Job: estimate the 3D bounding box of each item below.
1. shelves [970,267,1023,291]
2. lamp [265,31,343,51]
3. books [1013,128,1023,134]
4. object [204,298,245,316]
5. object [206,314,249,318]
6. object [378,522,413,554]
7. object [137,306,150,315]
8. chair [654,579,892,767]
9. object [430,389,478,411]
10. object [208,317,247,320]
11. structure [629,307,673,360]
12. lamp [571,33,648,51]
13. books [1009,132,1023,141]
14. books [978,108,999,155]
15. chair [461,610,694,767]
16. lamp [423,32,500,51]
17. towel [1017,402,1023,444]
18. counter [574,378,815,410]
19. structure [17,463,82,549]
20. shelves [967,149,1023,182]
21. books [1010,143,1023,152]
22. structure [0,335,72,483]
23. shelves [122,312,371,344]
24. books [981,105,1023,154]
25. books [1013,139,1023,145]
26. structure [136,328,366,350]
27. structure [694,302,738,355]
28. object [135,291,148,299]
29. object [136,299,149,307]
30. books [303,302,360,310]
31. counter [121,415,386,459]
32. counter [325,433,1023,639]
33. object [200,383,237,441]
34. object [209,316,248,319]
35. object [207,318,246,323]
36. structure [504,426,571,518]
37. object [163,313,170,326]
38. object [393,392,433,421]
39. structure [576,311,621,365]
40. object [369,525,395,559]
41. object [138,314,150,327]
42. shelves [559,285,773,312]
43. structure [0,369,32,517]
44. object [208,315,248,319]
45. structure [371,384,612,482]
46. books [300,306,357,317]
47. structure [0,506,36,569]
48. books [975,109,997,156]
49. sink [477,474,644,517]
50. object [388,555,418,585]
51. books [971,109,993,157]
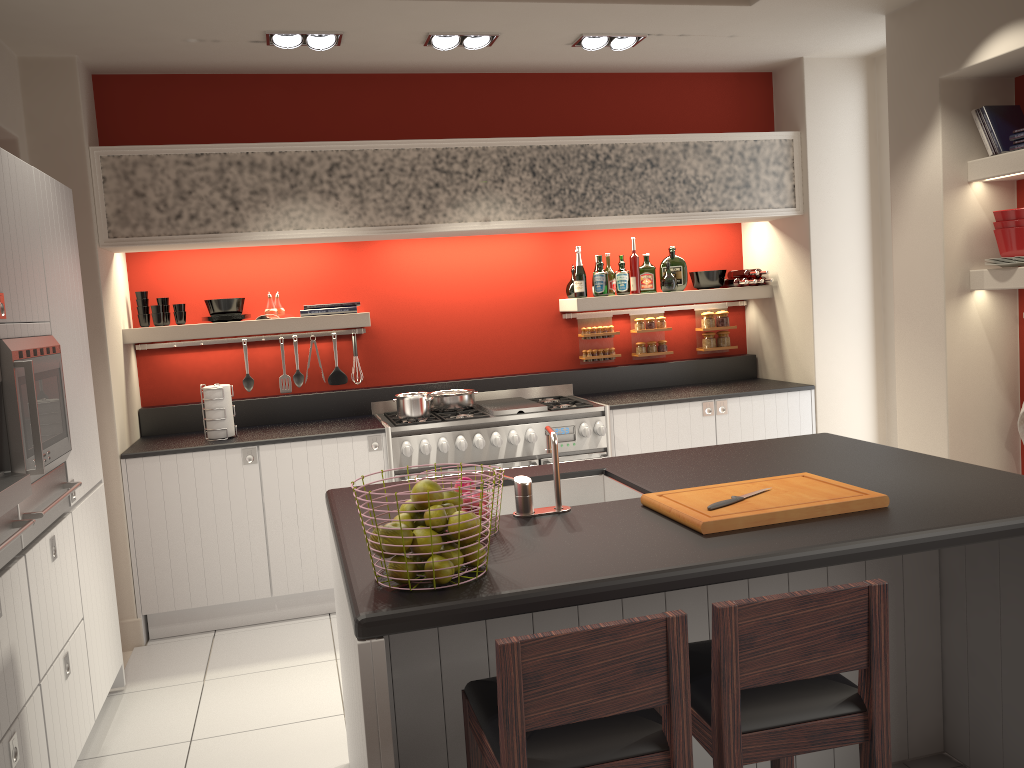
[{"bbox_3d":[2.779,-0.444,3.297,0.437,0.100,2.395,-5,6,-14],"label":"shelves"},{"bbox_3d":[-1.015,-1.698,4.325,0.361,0.109,0.199,-5,5,-14],"label":"lamp"},{"bbox_3d":[2.439,-1.160,3.987,0.207,0.019,0.258,-5,5,-13],"label":"books"},{"bbox_3d":[-1.697,-0.449,5.256,0.232,0.108,0.233,-1,6,27],"label":"object"},{"bbox_3d":[-1.694,-0.398,5.261,0.280,0.016,0.280,-5,6,-15],"label":"object"},{"bbox_3d":[-0.262,0.348,2.001,0.077,0.068,0.076,-6,6,-21],"label":"object"},{"bbox_3d":[-2.148,-0.413,5.172,0.070,0.076,0.070,-9,7,-43],"label":"object"},{"bbox_3d":[0.581,0.912,2.084,0.383,1.007,0.474,-5,5,-12],"label":"chair"},{"bbox_3d":[-0.378,0.101,5.469,0.309,0.104,0.309,-3,5,14],"label":"object"},{"bbox_3d":[-1.693,-0.382,5.262,0.280,0.016,0.280,-5,6,-15],"label":"object"},{"bbox_3d":[0.943,-0.342,6.010,0.256,0.347,0.130,-5,5,-14],"label":"structure"},{"bbox_3d":[0.514,-1.839,4.707,0.361,0.103,0.199,-5,5,-14],"label":"lamp"},{"bbox_3d":[2.430,-1.136,3.999,0.207,0.030,0.258,-5,6,-14],"label":"books"},{"bbox_3d":[2.368,-1.214,4.253,0.209,0.243,0.126,-5,5,-14],"label":"books"},{"bbox_3d":[0.135,0.953,1.973,0.383,1.007,0.474,-5,5,-14],"label":"chair"},{"bbox_3d":[-0.260,-1.768,4.513,0.361,0.104,0.199,-5,5,-14],"label":"lamp"},{"bbox_3d":[2.557,0.366,4.259,0.141,1.361,0.341,-5,5,-14],"label":"towel"},{"bbox_3d":[1.139,0.054,5.686,1.360,0.026,0.699,-5,6,-14],"label":"counter"},{"bbox_3d":[-1.615,0.407,3.065,0.129,0.177,0.618,-5,5,-14],"label":"structure"},{"bbox_3d":[2.744,-0.972,3.251,0.437,0.100,2.395,-5,6,-14],"label":"shelves"},{"bbox_3d":[2.434,-1.087,4.003,0.207,0.030,0.258,-5,6,-14],"label":"books"},{"bbox_3d":[-1.714,0.084,3.012,0.332,0.472,0.610,-5,5,-14],"label":"structure"},{"bbox_3d":[-1.554,-0.337,5.278,1.379,0.083,0.376,-5,5,-14],"label":"shelves"},{"bbox_3d":[2.367,-1.211,4.225,0.207,0.246,0.136,-5,5,-14],"label":"books"},{"bbox_3d":[2.443,-1.111,3.992,0.207,0.019,0.258,-5,5,-13],"label":"books"},{"bbox_3d":[-1.582,-0.277,5.441,1.355,0.034,0.054,-5,5,-14],"label":"structure"},{"bbox_3d":[1.407,-0.384,6.126,0.256,0.347,0.130,-5,5,-14],"label":"structure"},{"bbox_3d":[-2.154,-0.500,5.164,0.070,0.076,0.070,-9,7,-43],"label":"object"},{"bbox_3d":[-2.151,-0.456,5.168,0.070,0.076,0.070,-9,7,-43],"label":"object"},{"bbox_3d":[-1.094,-0.475,5.376,0.332,0.026,0.207,-5,5,-13],"label":"books"},{"bbox_3d":[-1.433,0.287,5.044,1.360,0.026,0.699,-5,6,-14],"label":"counter"},{"bbox_3d":[0.493,0.364,2.760,2.054,0.050,1.416,-5,6,-14],"label":"counter"},{"bbox_3d":[-1.618,0.149,4.879,0.163,0.304,0.168,-2,5,15],"label":"object"},{"bbox_3d":[-1.693,-0.387,5.262,0.280,0.016,0.280,-5,6,-15],"label":"object"},{"bbox_3d":[-1.692,-0.376,5.263,0.280,0.016,0.280,-5,6,-15],"label":"object"},{"bbox_3d":[0.067,0.266,2.680,0.183,0.248,0.224,-5,5,-14],"label":"structure"},{"bbox_3d":[-2.037,-0.379,5.202,0.070,0.076,0.070,-9,7,-43],"label":"object"},{"bbox_3d":[-0.565,0.131,5.089,0.201,0.148,0.201,-6,6,-21],"label":"object"},{"bbox_3d":[0.578,-0.309,5.919,0.256,0.347,0.130,-5,5,-14],"label":"structure"},{"bbox_3d":[-0.294,0.367,2.060,0.076,0.077,0.076,1,7,40],"label":"object"},{"bbox_3d":[-2.145,-0.369,5.175,0.070,0.076,0.070,-9,7,-43],"label":"object"},{"bbox_3d":[1.029,-0.571,5.922,1.379,0.083,0.376,-5,5,-14],"label":"shelves"},{"bbox_3d":[-1.632,0.140,2.389,0.453,0.470,0.624,-5,5,-14],"label":"structure"},{"bbox_3d":[-1.693,-0.392,5.261,0.280,0.016,0.280,-5,6,-15],"label":"object"},{"bbox_3d":[-0.108,0.624,5.360,1.322,1.084,0.778,-5,5,-14],"label":"structure"},{"bbox_3d":[-1.102,-0.438,5.355,0.331,0.042,0.207,-5,5,-9],"label":"books"},{"bbox_3d":[-1.459,0.454,2.455,0.129,0.177,0.618,-5,5,-14],"label":"structure"},{"bbox_3d":[2.363,-1.214,4.272,0.208,0.242,0.126,-5,5,-14],"label":"books"},{"bbox_3d":[0.141,0.497,2.932,0.567,0.258,0.516,-5,5,-14],"label":"sink"},{"bbox_3d":[-0.249,0.421,2.015,0.068,0.068,0.068,-4,5,-3],"label":"object"},{"bbox_3d":[2.363,-1.222,4.303,0.210,0.248,0.136,-5,5,-14],"label":"books"}]
